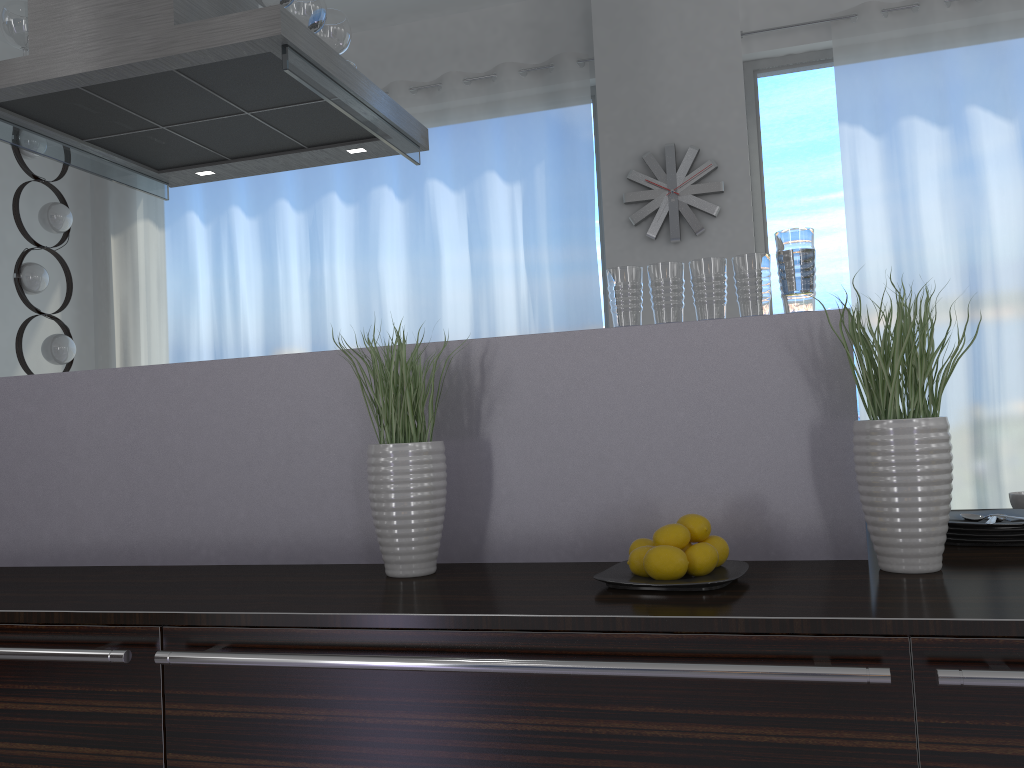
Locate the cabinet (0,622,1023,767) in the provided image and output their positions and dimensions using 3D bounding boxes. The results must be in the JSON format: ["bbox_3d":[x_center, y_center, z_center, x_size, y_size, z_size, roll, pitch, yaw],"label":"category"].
[{"bbox_3d":[0.162,0.777,1.853,3.285,0.852,1.377,-4,-3,16],"label":"cabinet"}]

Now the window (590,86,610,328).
[{"bbox_3d":[-0.856,-0.321,5.315,3.000,2.500,0.100,-4,-3,16],"label":"window"}]

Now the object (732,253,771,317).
[{"bbox_3d":[0.457,-0.183,1.682,0.071,0.119,0.072,-1,-4,-34],"label":"object"}]

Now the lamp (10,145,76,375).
[{"bbox_3d":[-2.373,-0.853,4.486,0.180,2.370,0.367,-3,-3,9],"label":"lamp"}]

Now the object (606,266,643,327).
[{"bbox_3d":[0.225,-0.167,1.748,0.072,0.119,0.071,-2,-3,-24],"label":"object"}]

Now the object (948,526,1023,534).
[{"bbox_3d":[0.927,0.274,1.719,0.232,0.020,0.232,-4,-3,19],"label":"object"}]

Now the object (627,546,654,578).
[{"bbox_3d":[0.221,0.291,1.453,0.063,0.051,0.053,-4,-3,20],"label":"object"}]

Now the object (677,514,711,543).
[{"bbox_3d":[0.302,0.240,1.475,0.053,0.048,0.063,-2,-3,-18],"label":"object"}]

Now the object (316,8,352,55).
[{"bbox_3d":[-0.518,-0.942,2.534,0.125,0.221,0.125,-5,-4,41],"label":"object"}]

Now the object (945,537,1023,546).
[{"bbox_3d":[0.928,0.294,1.718,0.232,0.020,0.232,-4,-3,24],"label":"object"}]

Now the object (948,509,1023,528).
[{"bbox_3d":[0.781,0.214,1.846,0.646,0.147,0.269,-5,-4,41],"label":"object"}]

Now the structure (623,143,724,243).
[{"bbox_3d":[0.817,-0.971,4.504,0.505,0.505,0.076,-4,-3,16],"label":"structure"}]

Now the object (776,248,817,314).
[{"bbox_3d":[0.535,-0.188,1.660,0.071,0.119,0.072,-1,-4,-34],"label":"object"}]

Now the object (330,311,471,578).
[{"bbox_3d":[-0.215,0.105,1.657,0.269,0.502,0.247,-4,-3,16],"label":"object"}]

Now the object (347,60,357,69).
[{"bbox_3d":[-0.551,-0.905,2.772,0.137,0.174,0.137,-2,-3,-19],"label":"object"}]

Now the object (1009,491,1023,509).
[{"bbox_3d":[1.123,0.271,1.923,0.153,0.069,0.153,0,-4,-41],"label":"object"}]

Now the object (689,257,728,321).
[{"bbox_3d":[0.380,-0.178,1.704,0.071,0.119,0.072,-1,-4,-34],"label":"object"}]

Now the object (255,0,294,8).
[{"bbox_3d":[-0.601,-0.953,2.241,0.125,0.221,0.125,-5,-4,41],"label":"object"}]

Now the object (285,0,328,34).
[{"bbox_3d":[-0.559,-0.948,2.392,0.125,0.221,0.125,-5,-4,41],"label":"object"}]

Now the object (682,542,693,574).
[{"bbox_3d":[0.280,0.287,1.480,0.057,0.060,0.071,-4,-3,17],"label":"object"}]

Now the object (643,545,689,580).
[{"bbox_3d":[0.243,0.283,1.399,0.070,0.058,0.060,-4,-3,15],"label":"object"}]

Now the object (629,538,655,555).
[{"bbox_3d":[0.228,0.290,1.509,0.052,0.054,0.061,-1,-3,-27],"label":"object"}]

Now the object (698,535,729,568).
[{"bbox_3d":[0.332,0.279,1.475,0.063,0.053,0.051,-1,-4,-34],"label":"object"}]

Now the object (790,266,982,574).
[{"bbox_3d":[0.645,0.050,1.437,0.269,0.502,0.247,-1,-3,-31],"label":"object"}]

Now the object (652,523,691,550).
[{"bbox_3d":[0.260,0.251,1.443,0.061,0.047,0.053,-4,-3,19],"label":"object"}]

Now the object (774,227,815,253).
[{"bbox_3d":[0.533,-0.227,1.662,0.071,0.119,0.072,-1,-4,-34],"label":"object"}]

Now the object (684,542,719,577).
[{"bbox_3d":[0.302,0.282,1.426,0.061,0.054,0.052,-3,-3,-7],"label":"object"}]

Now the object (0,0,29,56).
[{"bbox_3d":[-1.318,-0.908,2.403,0.125,0.221,0.125,-5,-4,41],"label":"object"}]

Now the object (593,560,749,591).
[{"bbox_3d":[0.261,0.312,1.447,0.232,0.020,0.232,-4,-3,24],"label":"object"}]

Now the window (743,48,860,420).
[{"bbox_3d":[2.743,-0.558,4.286,3.000,2.500,0.100,-4,-3,16],"label":"window"}]

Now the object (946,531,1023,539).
[{"bbox_3d":[0.928,0.284,1.719,0.232,0.020,0.232,-4,-3,24],"label":"object"}]

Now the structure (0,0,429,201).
[{"bbox_3d":[-0.893,-1.296,2.602,0.981,1.231,0.915,-4,-3,16],"label":"structure"}]

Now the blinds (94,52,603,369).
[{"bbox_3d":[-1.065,-0.133,5.136,3.245,3.112,0.120,-4,-3,16],"label":"blinds"}]

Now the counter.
[{"bbox_3d":[0.155,0.554,1.874,3.291,1.300,1.302,-4,-3,16],"label":"counter"}]

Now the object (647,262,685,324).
[{"bbox_3d":[0.302,-0.173,1.726,0.071,0.119,0.072,-1,-4,-34],"label":"object"}]

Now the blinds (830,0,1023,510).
[{"bbox_3d":[3.030,-0.401,3.965,2.830,3.112,0.120,-4,-3,16],"label":"blinds"}]
